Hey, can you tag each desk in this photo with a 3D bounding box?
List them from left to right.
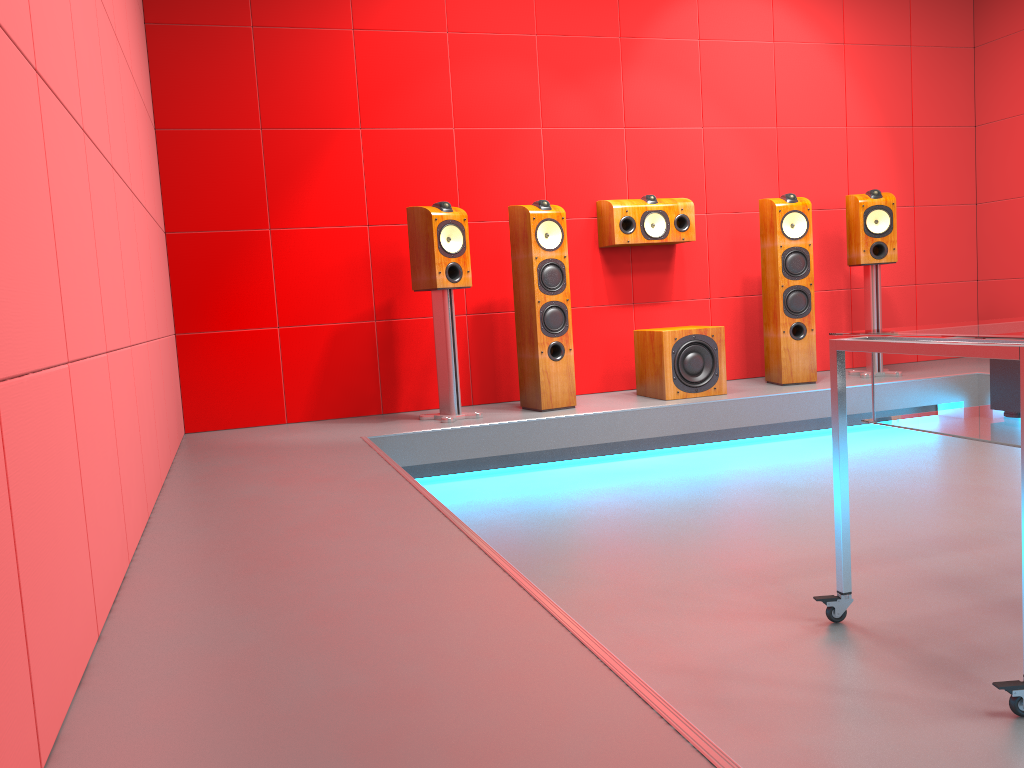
[{"bbox_3d":[1.553,0.178,2.050,1.617,0.690,0.594,-5,6,-17],"label":"desk"}]

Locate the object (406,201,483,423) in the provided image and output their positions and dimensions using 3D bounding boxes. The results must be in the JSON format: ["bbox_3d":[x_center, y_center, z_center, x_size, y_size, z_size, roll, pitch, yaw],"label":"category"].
[{"bbox_3d":[-0.336,-0.355,4.358,0.231,1.058,0.265,-8,7,-37],"label":"object"}]

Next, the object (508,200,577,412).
[{"bbox_3d":[0.156,-0.397,4.510,0.203,1.052,0.238,-6,6,-27],"label":"object"}]

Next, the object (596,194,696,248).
[{"bbox_3d":[0.755,-0.924,4.998,0.493,0.271,0.235,-5,6,-17],"label":"object"}]

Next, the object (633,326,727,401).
[{"bbox_3d":[0.901,-0.120,4.763,0.360,0.360,0.360,-5,6,-17],"label":"object"}]

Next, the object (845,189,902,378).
[{"bbox_3d":[2.073,-0.576,5.101,0.231,1.058,0.265,-3,5,3],"label":"object"}]

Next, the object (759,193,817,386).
[{"bbox_3d":[1.544,-0.527,4.962,0.203,1.052,0.238,-4,5,-7],"label":"object"}]

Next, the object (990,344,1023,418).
[{"bbox_3d":[1.347,-0.010,1.903,0.431,0.158,0.371,-5,6,-17],"label":"object"}]
